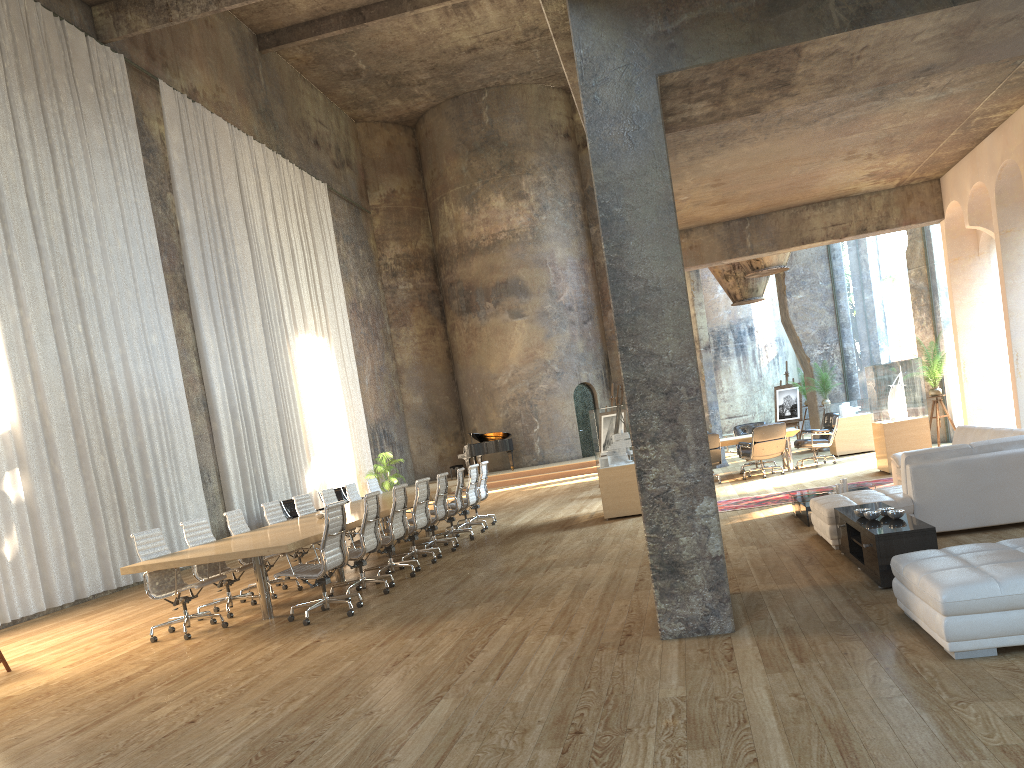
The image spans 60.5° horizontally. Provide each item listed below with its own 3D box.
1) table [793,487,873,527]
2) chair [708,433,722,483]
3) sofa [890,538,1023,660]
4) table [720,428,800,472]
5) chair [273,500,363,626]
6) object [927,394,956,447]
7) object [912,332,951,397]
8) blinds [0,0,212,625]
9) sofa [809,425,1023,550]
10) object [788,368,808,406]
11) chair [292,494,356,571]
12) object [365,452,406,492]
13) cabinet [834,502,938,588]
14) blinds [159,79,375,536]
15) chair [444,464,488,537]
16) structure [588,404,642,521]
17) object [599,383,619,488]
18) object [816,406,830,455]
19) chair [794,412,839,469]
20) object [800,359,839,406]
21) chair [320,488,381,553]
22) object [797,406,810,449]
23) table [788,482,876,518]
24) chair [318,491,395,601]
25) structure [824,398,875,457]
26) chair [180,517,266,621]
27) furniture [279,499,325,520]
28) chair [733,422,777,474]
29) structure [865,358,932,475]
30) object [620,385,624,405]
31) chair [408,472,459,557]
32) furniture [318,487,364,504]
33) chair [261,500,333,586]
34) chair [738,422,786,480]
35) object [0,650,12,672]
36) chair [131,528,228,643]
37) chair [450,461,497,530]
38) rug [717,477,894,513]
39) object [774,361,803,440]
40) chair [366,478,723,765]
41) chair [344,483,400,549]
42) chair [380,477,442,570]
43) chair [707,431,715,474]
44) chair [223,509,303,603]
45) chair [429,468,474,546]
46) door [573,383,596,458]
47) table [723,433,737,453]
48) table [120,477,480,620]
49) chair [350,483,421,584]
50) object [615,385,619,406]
[{"bbox_3d":[3.443,1.284,9.272,0.793,0.204,1.102,-10,-3,11],"label":"table"},{"bbox_3d":[3.249,1.304,15.121,0.731,0.898,0.816,-9,1,5],"label":"chair"},{"bbox_3d":[3.078,0.794,4.404,2.075,0.726,1.063,-9,-1,11],"label":"sofa"},{"bbox_3d":[3.885,1.334,15.731,2.419,0.705,1.096,-10,-1,11],"label":"table"},{"bbox_3d":[-1.790,1.624,8.015,0.703,1.032,0.658,-8,2,17],"label":"chair"},{"bbox_3d":[6.190,0.666,12.865,0.652,0.979,0.572,-10,3,-25],"label":"object"},{"bbox_3d":[6.103,-0.287,12.787,0.688,0.946,0.854,-9,1,2],"label":"object"},{"bbox_3d":[-6.607,-1.352,11.381,0.276,8.701,7.759,-8,1,12],"label":"blinds"},{"bbox_3d":[3.866,0.906,8.510,2.072,0.726,2.907,-9,-3,11],"label":"sofa"},{"bbox_3d":[6.735,0.048,20.284,0.693,0.946,0.848,-8,1,32],"label":"object"},{"bbox_3d":[-2.479,1.951,11.763,0.703,1.032,0.657,-8,2,20],"label":"chair"},{"bbox_3d":[-3.205,2.483,22.671,1.092,1.466,1.122,-9,2,2],"label":"object"},{"bbox_3d":[2.689,1.152,6.428,0.397,0.371,1.550,-9,-3,11],"label":"cabinet"},{"bbox_3d":[-4.983,-1.119,19.827,0.276,8.701,7.759,-8,1,12],"label":"blinds"},{"bbox_3d":[-0.771,1.770,13.326,0.703,1.032,0.657,-8,2,20],"label":"chair"},{"bbox_3d":[1.520,1.088,12.391,0.596,1.558,0.735,-8,3,11],"label":"structure"},{"bbox_3d":[2.131,1.058,18.300,0.706,2.162,0.674,-6,5,43],"label":"object"},{"bbox_3d":[6.538,0.901,17.848,0.650,0.979,0.575,-11,3,-43],"label":"object"},{"bbox_3d":[5.315,0.994,15.420,0.822,0.899,0.725,-9,1,5],"label":"chair"},{"bbox_3d":[6.254,-0.015,17.885,0.863,0.946,0.681,-9,2,14],"label":"object"},{"bbox_3d":[-2.313,1.975,12.641,0.703,1.032,0.658,-8,2,17],"label":"chair"},{"bbox_3d":[6.933,0.981,20.320,0.660,0.979,0.566,-9,2,5],"label":"object"},{"bbox_3d":[3.509,1.272,9.631,0.863,0.248,0.367,-10,-1,11],"label":"table"},{"bbox_3d":[-1.610,1.649,8.941,0.702,1.032,0.658,-8,2,14],"label":"chair"},{"bbox_3d":[6.481,0.828,16.832,0.738,1.021,0.736,-9,2,11],"label":"structure"},{"bbox_3d":[-2.973,1.877,9.153,0.703,1.032,0.657,-8,2,20],"label":"chair"},{"bbox_3d":[-3.922,2.566,16.843,0.711,0.846,1.858,-9,-2,11],"label":"furniture"},{"bbox_3d":[4.510,1.176,16.363,0.732,0.898,0.814,-9,1,12],"label":"chair"},{"bbox_3d":[5.498,0.463,12.496,0.596,1.558,0.735,-8,3,11],"label":"structure"},{"bbox_3d":[1.625,0.845,13.246,0.687,2.162,0.693,-8,4,10],"label":"object"},{"bbox_3d":[-1.105,1.722,11.577,0.703,1.032,0.658,-8,2,17],"label":"chair"},{"bbox_3d":[-3.473,2.631,19.176,0.711,0.846,1.858,-9,-2,11],"label":"furniture"},{"bbox_3d":[-2.647,1.927,10.903,0.703,1.032,0.658,-8,2,17],"label":"chair"},{"bbox_3d":[4.235,1.138,14.947,0.725,0.898,0.822,-9,1,-15],"label":"chair"},{"bbox_3d":[-4.577,1.898,7.344,0.575,1.306,0.649,-6,4,44],"label":"object"},{"bbox_3d":[-3.107,1.849,8.302,0.703,1.032,0.658,-8,2,17],"label":"chair"},{"bbox_3d":[-0.643,1.800,14.177,0.703,1.032,0.658,-8,2,17],"label":"chair"},{"bbox_3d":[3.867,1.438,11.470,2.472,0.009,1.336,-10,-3,11],"label":"rug"},{"bbox_3d":[6.772,0.506,21.463,0.706,2.162,0.674,-6,5,40],"label":"object"},{"bbox_3d":[0.780,1.561,13.834,13.001,1.037,31.274,-10,-3,11],"label":"chair"},{"bbox_3d":[-2.142,2.000,13.539,0.702,1.032,0.658,-8,2,14],"label":"chair"},{"bbox_3d":[-1.273,1.698,10.717,0.703,1.032,0.657,-8,2,20],"label":"chair"},{"bbox_3d":[3.428,1.361,16.590,0.734,0.898,0.813,-9,1,18],"label":"chair"},{"bbox_3d":[-2.811,1.900,9.989,0.701,1.032,0.659,-9,2,11],"label":"chair"},{"bbox_3d":[-0.924,1.746,12.487,0.701,1.032,0.659,-9,2,11],"label":"chair"},{"bbox_3d":[2.285,1.107,27.175,0.893,2.313,0.092,-11,5,-30],"label":"door"},{"bbox_3d":[4.893,1.607,21.848,1.878,0.550,0.934,-10,-1,11],"label":"table"},{"bbox_3d":[-1.879,1.962,11.325,1.607,0.762,7.658,-9,-3,11],"label":"table"},{"bbox_3d":[-1.439,1.674,9.838,0.703,1.032,0.658,-8,2,17],"label":"chair"},{"bbox_3d":[2.383,1.127,20.167,0.689,2.162,0.691,-6,5,37],"label":"object"}]
